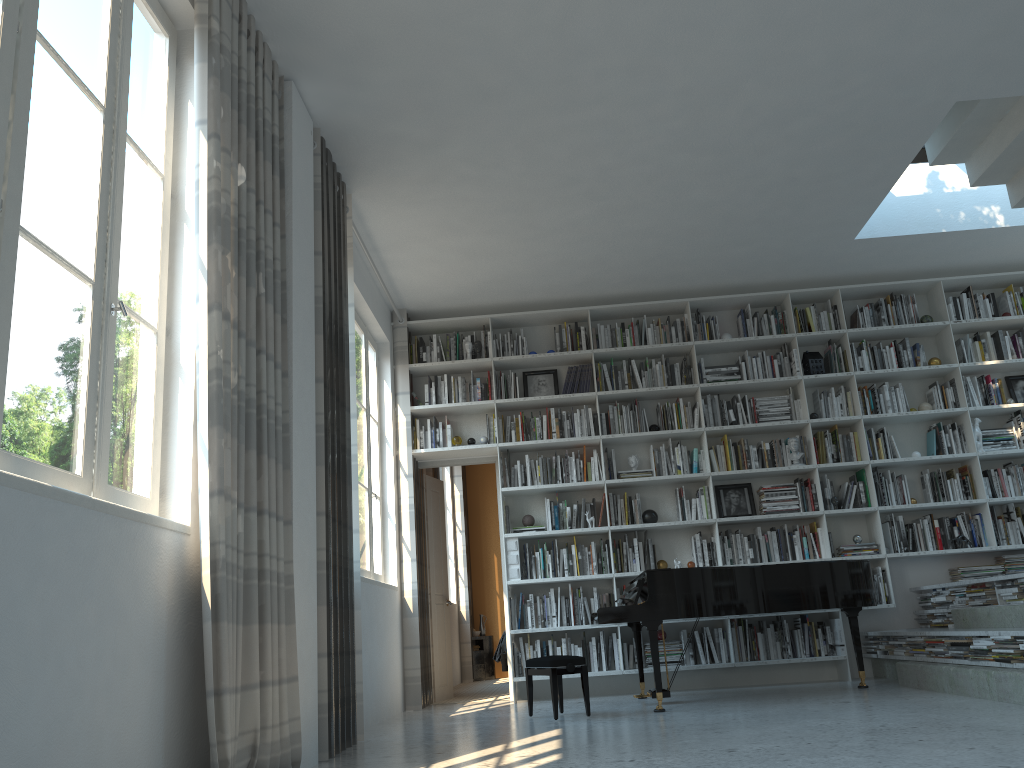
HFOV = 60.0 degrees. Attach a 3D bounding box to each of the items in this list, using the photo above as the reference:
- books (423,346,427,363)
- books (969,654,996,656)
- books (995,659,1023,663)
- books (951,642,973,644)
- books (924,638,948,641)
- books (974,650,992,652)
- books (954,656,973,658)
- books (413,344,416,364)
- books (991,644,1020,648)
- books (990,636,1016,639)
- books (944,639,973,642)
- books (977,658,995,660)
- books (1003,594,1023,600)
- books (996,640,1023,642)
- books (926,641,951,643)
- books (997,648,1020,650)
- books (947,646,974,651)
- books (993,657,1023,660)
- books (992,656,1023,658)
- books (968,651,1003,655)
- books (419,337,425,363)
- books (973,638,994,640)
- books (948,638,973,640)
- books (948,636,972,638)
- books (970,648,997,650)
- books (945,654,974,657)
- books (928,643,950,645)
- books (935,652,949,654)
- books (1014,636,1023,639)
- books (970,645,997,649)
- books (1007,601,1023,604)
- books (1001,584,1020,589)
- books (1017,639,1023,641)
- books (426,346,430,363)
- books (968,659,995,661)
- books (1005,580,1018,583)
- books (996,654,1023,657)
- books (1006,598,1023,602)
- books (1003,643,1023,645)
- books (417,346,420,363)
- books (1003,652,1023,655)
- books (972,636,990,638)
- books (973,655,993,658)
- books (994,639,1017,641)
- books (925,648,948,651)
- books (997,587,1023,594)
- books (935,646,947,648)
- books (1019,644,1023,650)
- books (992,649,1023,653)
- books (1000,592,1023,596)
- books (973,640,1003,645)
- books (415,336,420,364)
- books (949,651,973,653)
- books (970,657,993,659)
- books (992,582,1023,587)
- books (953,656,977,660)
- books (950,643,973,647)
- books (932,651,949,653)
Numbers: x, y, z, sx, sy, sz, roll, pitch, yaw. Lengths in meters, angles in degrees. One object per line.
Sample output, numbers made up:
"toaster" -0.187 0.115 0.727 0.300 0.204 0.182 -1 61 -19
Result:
"books" -0.740 -0.211 7.644 0.028 0.186 0.182 -4 -16 2
"books" 2.708 1.510 4.961 0.180 0.008 0.268 -4 -16 1
"books" 2.681 1.452 4.666 0.191 0.016 0.209 -6 -16 7
"books" 2.736 1.533 5.272 0.150 0.008 0.218 -4 -16 1
"books" 2.732 1.605 5.575 0.179 0.012 0.250 -4 -16 -1
"books" 2.724 1.488 4.967 0.145 0.010 0.267 -4 -16 1
"books" 2.736 1.608 5.252 0.154 0.007 0.263 -5 -16 4
"books" -0.830 -0.219 7.662 0.023 0.222 0.151 -4 -16 2
"books" 2.684 1.380 4.685 0.168 0.013 0.282 -3 -16 -3
"books" 2.679 1.335 4.697 0.182 0.016 0.257 -5 -16 5
"books" 2.719 1.523 5.276 0.170 0.014 0.282 -4 -16 -1
"books" 2.718 1.531 4.955 0.147 0.008 0.237 -6 -16 7
"books" 3.220 1.338 5.583 0.167 0.024 0.193 -5 -16 3
"books" 2.702 1.354 4.691 0.133 0.008 0.285 -3 -16 -2
"books" 2.736 1.617 5.572 0.165 0.014 0.236 -3 -16 -3
"books" 2.696 1.393 4.680 0.150 0.004 0.291 -6 -16 6
"books" 2.724 1.566 5.264 0.160 0.025 0.244 -3 -16 -3
"books" 2.691 1.439 4.668 0.178 0.009 0.277 -4 -16 0
"books" 2.684 1.432 4.671 0.191 0.006 0.276 -5 -16 4
"books" 2.701 1.501 4.964 0.189 0.013 0.215 -4 -16 0
"books" -0.770 -0.249 7.654 0.025 0.268 0.177 -4 -16 2
"books" 2.712 1.429 4.983 0.139 0.013 0.289 -6 -16 7
"books" 2.732 1.512 5.278 0.157 0.007 0.269 -5 -16 2
"books" 2.728 1.505 5.280 0.160 0.008 0.239 -5 -16 3
"books" 2.706 1.482 4.969 0.171 0.007 0.261 -5 -16 5
"books" 2.715 1.602 5.254 0.189 0.009 0.291 -5 -16 5
"books" 2.745 1.627 5.568 0.169 0.009 0.242 -5 -16 2
"books" 2.765 1.681 5.553 0.132 0.009 0.270 -5 -16 3
"books" 2.656 1.255 4.403 0.192 0.014 0.257 -3 -16 -2
"books" 2.703 1.471 4.973 0.180 0.016 0.183 -4 -16 -1
"books" 3.230 1.369 5.574 0.132 0.016 0.263 -6 -16 7
"books" 3.219 1.276 5.600 0.145 0.017 0.209 -3 -16 -3
"books" 2.664 1.266 4.400 0.176 0.010 0.267 -3 -16 -2
"books" -0.710 -0.211 7.668 0.031 0.195 0.145 -4 -16 2
"books" 2.698 1.539 4.954 0.193 0.005 0.225 -3 -16 -2
"books" 3.224 1.247 5.608 0.134 0.014 0.182 -6 -16 7
"books" 2.698 1.425 4.672 0.170 0.006 0.269 -5 -16 2
"books" 3.238 1.354 5.578 0.136 0.013 0.259 -5 -16 2
"books" 2.706 1.368 4.687 0.133 0.009 0.210 -6 -16 6
"books" -0.792 -0.210 7.651 0.024 0.194 0.167 -4 -16 2
"books" 2.706 1.415 4.674 0.154 0.014 0.197 -5 -16 2
"books" 2.711 1.416 4.987 0.157 0.014 0.216 -5 -16 4
"books" 2.714 1.518 4.959 0.159 0.009 0.276 -5 -16 5
"books" 2.681 1.347 4.694 0.178 0.010 0.196 -6 -16 7
"books" 2.739 1.659 5.560 0.182 0.013 0.288 -5 -16 3
"books" 3.211 1.299 5.594 0.174 0.029 0.251 -4 -16 0
"books" 2.759 1.645 5.563 0.140 0.013 0.181 -5 -16 3
"books" 2.673 1.297 4.391 0.156 0.027 0.288 -3 -16 -3
"books" 2.684 1.403 4.678 0.191 0.015 0.247 -5 -16 3
"books" 3.207 1.320 5.589 0.178 0.015 0.188 -6 -16 7
"books" 2.716 1.448 4.978 0.141 0.028 0.223 -3 -16 -3
"books" -0.814 -0.253 7.660 0.014 0.285 0.175 -4 -16 2
"books" 2.723 1.584 5.259 0.177 0.011 0.221 -5 -16 4
"books" 2.713 1.525 4.957 0.171 0.005 0.298 -4 -16 1
"books" 3.195 1.263 5.605 0.192 0.014 0.257 -3 -16 -2
"books" 2.737 1.617 5.249 0.142 0.012 0.292 -6 -16 6
"books" 2.734 1.545 5.269 0.142 0.017 0.240 -3 -16 -2
"books" 2.757 1.671 5.556 0.130 0.014 0.250 -3 -16 -3
